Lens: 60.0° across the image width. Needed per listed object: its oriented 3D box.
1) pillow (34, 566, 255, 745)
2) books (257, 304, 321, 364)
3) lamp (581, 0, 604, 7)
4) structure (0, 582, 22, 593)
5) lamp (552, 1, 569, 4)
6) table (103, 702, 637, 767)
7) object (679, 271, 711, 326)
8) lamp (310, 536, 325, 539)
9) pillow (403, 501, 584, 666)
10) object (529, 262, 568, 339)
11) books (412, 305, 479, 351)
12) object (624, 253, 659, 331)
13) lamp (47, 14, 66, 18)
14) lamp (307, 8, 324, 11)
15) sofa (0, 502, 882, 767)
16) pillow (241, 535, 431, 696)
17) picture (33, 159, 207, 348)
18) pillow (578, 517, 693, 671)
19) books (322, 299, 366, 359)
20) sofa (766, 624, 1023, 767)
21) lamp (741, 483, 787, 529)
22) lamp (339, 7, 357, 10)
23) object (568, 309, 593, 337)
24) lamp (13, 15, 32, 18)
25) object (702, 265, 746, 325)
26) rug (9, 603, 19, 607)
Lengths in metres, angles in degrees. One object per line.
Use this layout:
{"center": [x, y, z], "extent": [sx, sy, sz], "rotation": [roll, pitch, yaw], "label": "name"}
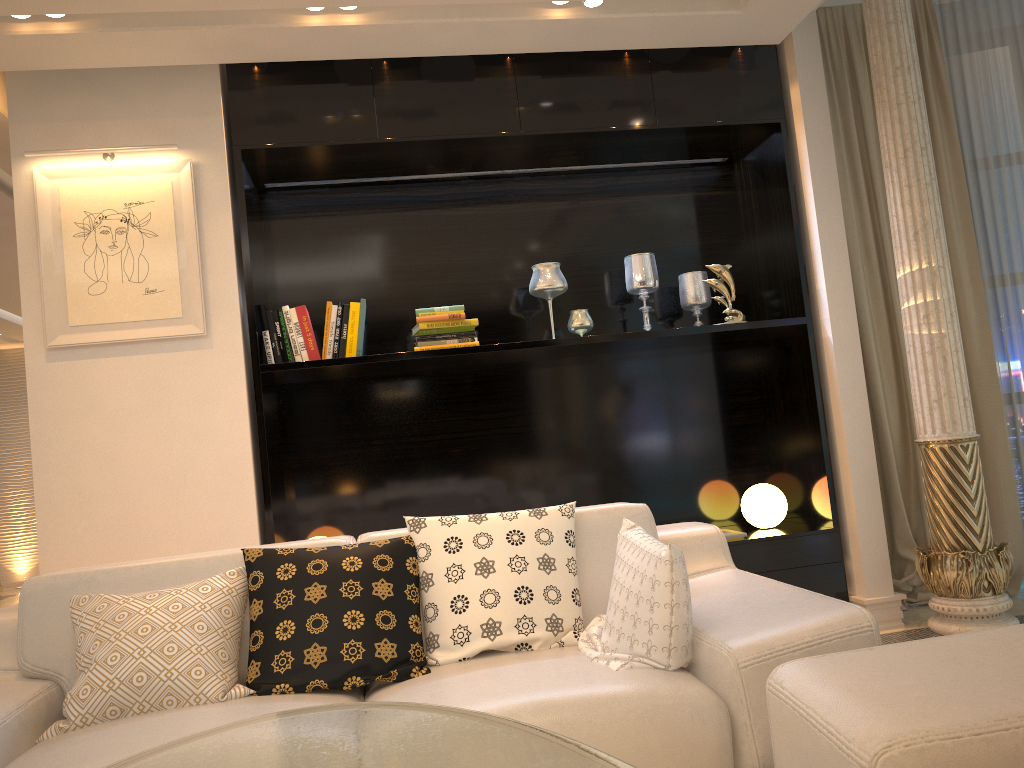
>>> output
{"center": [-0.917, 0.675, 2.269], "extent": [0.521, 0.329, 0.351], "rotation": [-5, -4, -9], "label": "pillow"}
{"center": [-0.965, -0.206, 3.864], "extent": [0.240, 0.270, 0.208], "rotation": [-5, -4, -9], "label": "books"}
{"center": [0.314, -1.554, 3.489], "extent": [0.107, 0.127, 0.107], "rotation": [-4, -4, -28], "label": "lamp"}
{"center": [-5.385, 1.339, 9.300], "extent": [0.382, 1.715, 0.811], "rotation": [-7, -4, 15], "label": "structure"}
{"center": [0.187, -1.554, 3.463], "extent": [0.107, 0.127, 0.107], "rotation": [-4, -4, -28], "label": "lamp"}
{"center": [-0.144, 0.710, 0.355], "extent": [0.999, 0.565, 2.140], "rotation": [-5, -4, -10], "label": "table"}
{"center": [0.905, -0.383, 4.349], "extent": [0.147, 0.317, 0.147], "rotation": [-6, -4, -7], "label": "object"}
{"center": [-0.844, 0.777, 3.899], "extent": [0.213, 0.214, 0.212], "rotation": [-8, -5, 30], "label": "lamp"}
{"center": [-0.031, 0.545, 2.471], "extent": [0.526, 0.399, 0.255], "rotation": [-5, -4, -9], "label": "pillow"}
{"center": [0.179, -0.366, 4.140], "extent": [0.181, 0.381, 0.181], "rotation": [-5, -4, -15], "label": "object"}
{"center": [-0.302, -0.234, 3.997], "extent": [0.296, 0.197, 0.260], "rotation": [-6, -4, -7], "label": "books"}
{"center": [0.644, -0.413, 4.318], "extent": [0.156, 0.426, 0.156], "rotation": [-6, -4, -4], "label": "object"}
{"center": [-1.640, -1.379, 3.166], "extent": [0.107, 0.127, 0.107], "rotation": [-6, -4, 2], "label": "lamp"}
{"center": [-0.741, -1.465, 3.313], "extent": [0.107, 0.127, 0.107], "rotation": [-6, -4, 2], "label": "lamp"}
{"center": [-0.383, 0.793, 2.304], "extent": [2.328, 0.754, 1.145], "rotation": [-5, -4, -9], "label": "sofa"}
{"center": [-0.472, 0.599, 2.354], "extent": [0.524, 0.355, 0.323], "rotation": [-6, -4, -9], "label": "pillow"}
{"center": [-1.573, -0.530, 3.567], "extent": [0.610, 0.729, 0.027], "rotation": [-5, -4, -9], "label": "picture"}
{"center": [0.296, 0.524, 2.264], "extent": [0.281, 0.325, 0.521], "rotation": [-6, -4, 0], "label": "pillow"}
{"center": [-0.737, -0.223, 3.905], "extent": [0.210, 0.261, 0.212], "rotation": [-5, -4, -9], "label": "books"}
{"center": [1.191, 0.506, 0.583], "extent": [1.145, 0.754, 2.328], "rotation": [-5, -4, -9], "label": "sofa"}
{"center": [1.203, 0.582, 4.232], "extent": [0.212, 0.214, 0.213], "rotation": [-10, -5, 41], "label": "lamp"}
{"center": [-0.620, -1.477, 3.332], "extent": [0.107, 0.127, 0.107], "rotation": [-4, -4, -28], "label": "lamp"}
{"center": [0.321, -0.266, 4.142], "extent": [0.119, 0.154, 0.119], "rotation": [-6, -4, 1], "label": "object"}
{"center": [-1.753, -1.368, 3.148], "extent": [0.107, 0.127, 0.107], "rotation": [-6, -4, 2], "label": "lamp"}
{"center": [0.984, -0.410, 4.113], "extent": [0.182, 0.293, 0.116], "rotation": [-5, -4, -12], "label": "object"}
{"center": [-3.453, 1.753, 6.031], "extent": [1.526, 0.015, 5.025], "rotation": [-5, -4, -9], "label": "rug"}
